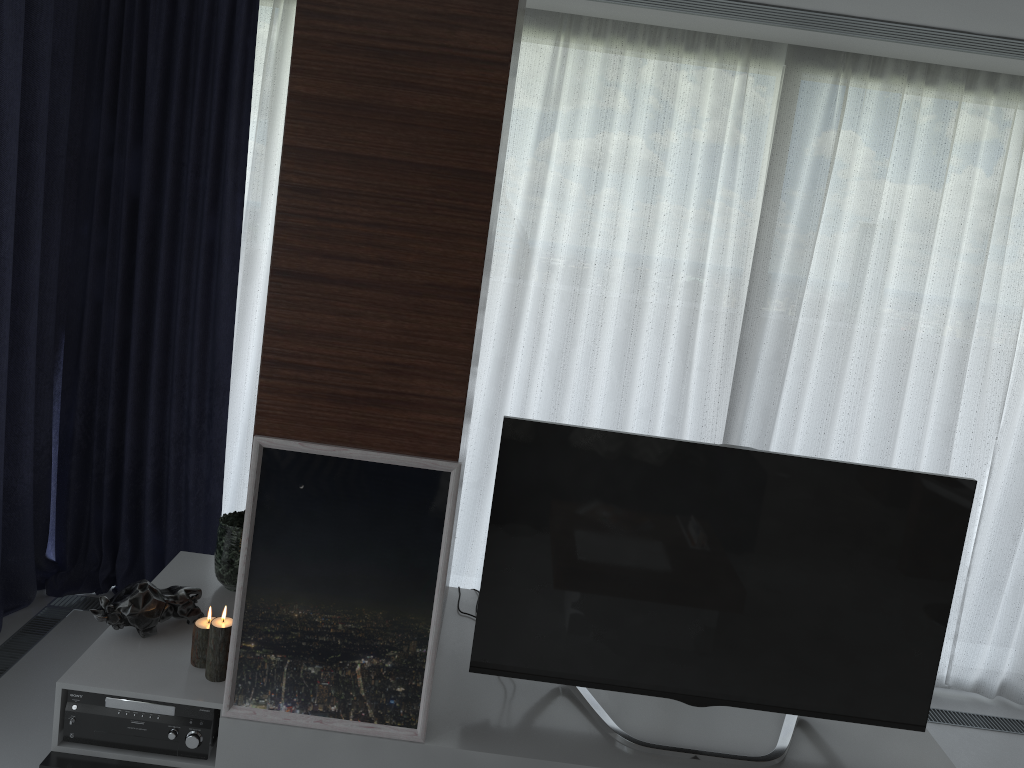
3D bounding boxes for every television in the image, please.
[{"bbox_3d":[0.536,0.543,2.344,1.230,0.777,0.301,8,8,0],"label":"television"}]

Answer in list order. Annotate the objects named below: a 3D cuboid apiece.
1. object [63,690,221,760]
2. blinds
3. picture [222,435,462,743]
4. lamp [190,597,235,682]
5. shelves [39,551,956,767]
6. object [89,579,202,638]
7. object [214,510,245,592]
[{"bbox_3d":[-0.943,0.830,2.395,0.369,0.148,0.374,8,11,-1],"label":"object"},{"bbox_3d":[0.826,0.544,0.239,5.801,2.737,7.234,8,12,3],"label":"blinds"},{"bbox_3d":[-0.415,0.500,2.141,0.500,0.692,0.054,8,7,0],"label":"picture"},{"bbox_3d":[-0.789,0.656,2.343,0.077,0.208,0.155,1,11,-42],"label":"lamp"},{"bbox_3d":[-0.005,1.063,2.625,2.348,0.493,0.885,8,11,-1],"label":"shelves"},{"bbox_3d":[-1.023,0.622,2.493,0.311,0.148,0.139,-3,14,-43],"label":"object"},{"bbox_3d":[-0.859,0.535,2.815,0.168,0.226,0.171,4,10,-24],"label":"object"}]
